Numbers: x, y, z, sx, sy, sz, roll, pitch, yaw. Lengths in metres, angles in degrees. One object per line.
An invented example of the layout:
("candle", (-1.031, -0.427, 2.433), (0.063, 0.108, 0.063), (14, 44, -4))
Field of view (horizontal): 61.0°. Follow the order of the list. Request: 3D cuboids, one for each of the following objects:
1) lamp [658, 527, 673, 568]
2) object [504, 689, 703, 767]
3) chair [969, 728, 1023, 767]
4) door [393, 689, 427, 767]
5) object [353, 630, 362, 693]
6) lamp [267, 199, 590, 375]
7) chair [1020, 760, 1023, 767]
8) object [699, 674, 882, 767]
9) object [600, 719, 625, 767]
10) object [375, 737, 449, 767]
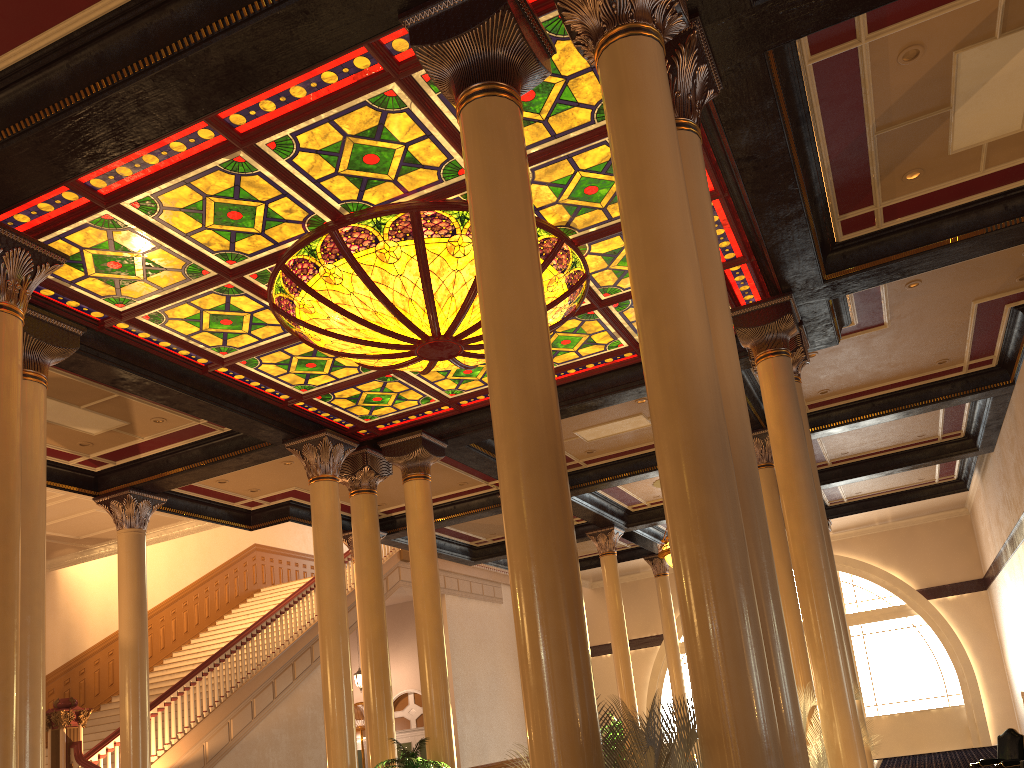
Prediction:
("lamp", (3.247, 2.732, 16.181), (1.175, 1.833, 1.255), (-12, -16, 15))
("object", (0.498, 2.586, 4.426), (1.800, 2.185, 2.190), (-15, -19, 24))
("chair", (6.838, 5.469, 12.290), (0.754, 1.056, 0.760), (-4, -16, -13))
("door", (-2.440, 9.428, 21.856), (1.454, 3.345, 0.212), (-13, -14, 20))
("object", (-5.785, 2.003, 6.948), (0.667, 4.114, 31.448), (-8, -22, 4))
("lamp", (-0.715, -0.591, 8.206), (2.958, 0.579, 3.178), (-15, -23, 18))
("chair", (5.920, 4.765, 9.995), (0.701, 0.885, 0.655), (-1, -17, -23))
("object", (2.639, 3.801, 8.168), (2.035, 2.171, 1.909), (-10, -17, 9))
("object", (2.250, 7.827, 17.862), (1.102, 2.069, 1.057), (-2, -15, -19))
("object", (-1.138, 5.051, 9.800), (1.102, 2.069, 1.057), (-2, -15, -19))
